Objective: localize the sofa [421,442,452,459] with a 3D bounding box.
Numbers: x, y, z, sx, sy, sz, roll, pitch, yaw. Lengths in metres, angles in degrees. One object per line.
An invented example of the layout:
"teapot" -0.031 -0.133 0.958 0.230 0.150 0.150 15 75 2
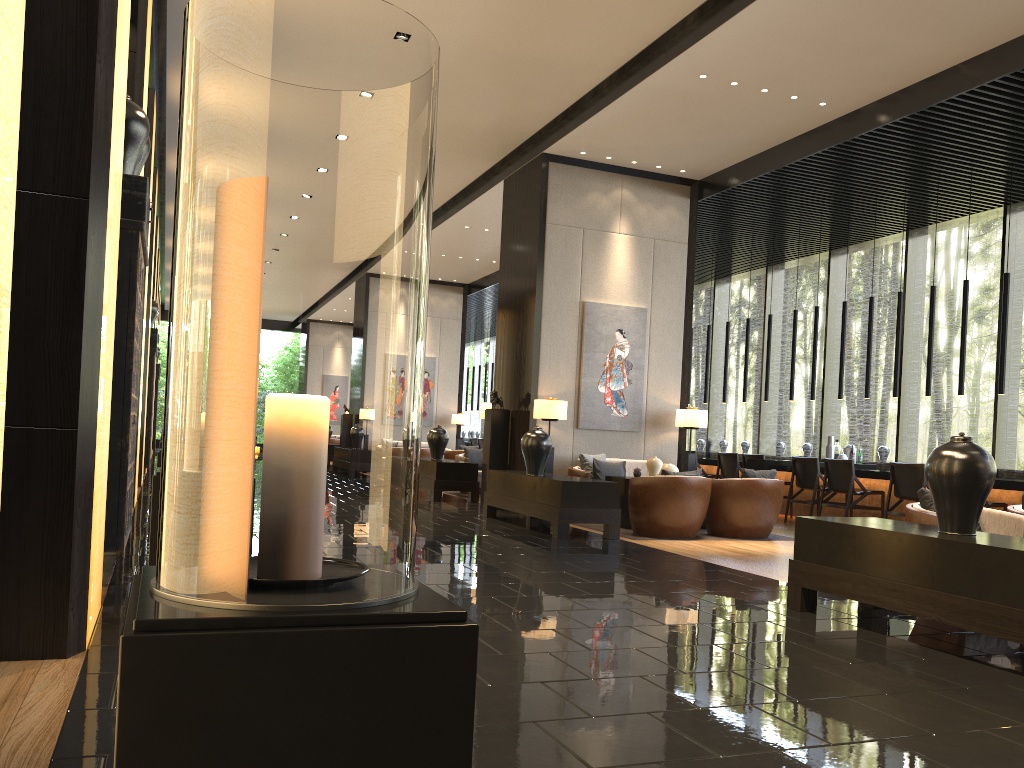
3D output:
"sofa" -1.953 1.561 18.506 1.450 0.693 0.603 4 -2 -21

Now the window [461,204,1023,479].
"window" -2.004 -0.430 14.937 12.067 4.224 31.888 4 -4 -21

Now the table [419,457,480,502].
"table" -1.071 1.318 12.432 0.621 0.512 1.960 4 -3 -21

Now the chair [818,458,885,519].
"chair" 3.932 1.287 10.293 0.564 0.827 0.525 3 -1 -21

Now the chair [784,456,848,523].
"chair" 3.721 1.310 10.828 0.564 0.827 0.525 3 -1 -21

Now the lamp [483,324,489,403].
"lamp" -0.699 -0.484 24.064 0.060 2.420 0.060 3 0 34

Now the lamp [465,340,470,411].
"lamp" -1.261 -0.425 25.492 0.060 2.420 0.060 3 0 34

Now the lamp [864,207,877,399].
"lamp" 4.454 -1.025 10.961 0.060 2.420 0.060 3 0 -26

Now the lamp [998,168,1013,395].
"lamp" 5.145 -1.098 9.203 0.060 2.420 0.060 3 0 -16

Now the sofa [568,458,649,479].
"sofa" 1.293 1.220 10.250 1.450 0.693 0.603 4 -2 -21

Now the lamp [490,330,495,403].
"lamp" -0.507 -0.504 23.576 0.060 2.420 0.060 3 0 34

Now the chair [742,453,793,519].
"chair" 3.350 1.348 11.771 0.564 0.827 0.525 3 -1 -21

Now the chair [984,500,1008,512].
"chair" 4.513 1.226 8.816 0.564 0.827 0.525 3 -1 -21

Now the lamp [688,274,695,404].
"lamp" 2.982 -0.871 14.702 0.060 2.420 0.060 3 0 -26

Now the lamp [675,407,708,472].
"lamp" 2.138 0.957 10.666 0.375 1.350 0.375 3 0 8

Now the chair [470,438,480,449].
"chair" -0.801 1.784 22.328 0.564 0.827 0.525 3 -1 -21

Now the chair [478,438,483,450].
"chair" -0.590 1.762 21.793 0.564 0.827 0.525 3 -1 -21

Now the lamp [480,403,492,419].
"lamp" -0.256 0.916 11.667 0.374 1.319 0.375 3 0 23

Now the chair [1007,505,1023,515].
"chair" 3.509 1.095 5.637 0.804 0.604 0.606 4 -2 -21

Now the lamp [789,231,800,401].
"lamp" 3.934 -0.971 12.281 0.060 2.420 0.060 3 0 -26

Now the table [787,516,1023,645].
"table" 2.190 0.975 4.140 0.621 0.512 1.960 4 -3 -21

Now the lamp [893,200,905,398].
"lamp" 4.621 -1.043 10.536 0.060 2.420 0.060 3 0 -26

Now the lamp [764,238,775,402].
"lamp" 3.733 -0.949 12.794 0.060 2.420 0.060 3 0 -26

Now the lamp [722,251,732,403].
"lamp" 3.356 -0.910 13.752 0.060 2.420 0.060 3 0 -26

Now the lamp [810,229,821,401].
"lamp" 4.092 -0.987 11.880 0.060 2.420 0.060 3 0 -26

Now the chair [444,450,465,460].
"chair" -0.898 1.571 17.078 0.804 0.604 0.606 4 -2 -21

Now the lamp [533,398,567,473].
"lamp" 0.406 0.832 9.984 0.374 1.347 0.375 3 0 30

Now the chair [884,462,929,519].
"chair" 4.302 1.249 9.351 0.564 0.827 0.525 3 -1 -21

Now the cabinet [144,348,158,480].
"cabinet" -5.660 0.443 13.277 0.548 1.922 1.187 3 -1 -21

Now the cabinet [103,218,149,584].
"cabinet" -2.450 0.106 5.113 0.548 1.922 1.187 3 -1 -21

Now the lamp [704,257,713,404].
"lamp" 3.168 -0.890 14.230 0.060 2.420 0.060 3 0 -26

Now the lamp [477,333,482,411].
"lamp" -0.887 -0.465 24.543 0.060 2.420 0.060 3 0 34

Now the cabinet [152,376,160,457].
"cabinet" -8.887 0.781 21.484 0.548 1.922 1.187 3 -1 -21

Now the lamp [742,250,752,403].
"lamp" 3.544 -0.930 13.274 0.060 2.420 0.060 3 0 -26

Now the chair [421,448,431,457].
"chair" -1.694 1.513 16.765 0.804 0.604 0.606 4 -2 -21

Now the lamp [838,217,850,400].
"lamp" 4.283 -1.007 11.394 0.060 2.420 0.060 3 0 -26

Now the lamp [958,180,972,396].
"lamp" 4.961 -1.078 9.670 0.060 2.420 0.060 3 0 -26

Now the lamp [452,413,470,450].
"lamp" -1.129 1.300 18.973 0.375 1.350 0.375 3 0 -3

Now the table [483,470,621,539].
"table" 0.344 1.169 8.834 0.621 0.512 1.960 4 -3 -21

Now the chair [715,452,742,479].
"chair" 3.140 1.370 12.306 0.564 0.827 0.525 3 -1 -21

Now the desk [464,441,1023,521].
"desk" 2.076 1.574 16.024 1.782 0.759 28.736 4 -4 -21

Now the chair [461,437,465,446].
"chair" -1.193 1.825 23.325 0.564 0.827 0.525 3 -1 -21

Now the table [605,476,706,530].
"table" 1.583 1.272 9.475 1.043 0.517 0.575 4 -2 -21

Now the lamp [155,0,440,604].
"lamp" -0.284 -0.098 1.199 0.336 0.729 0.337 2 -1 42

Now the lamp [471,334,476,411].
"lamp" -1.075 -0.445 25.020 0.060 2.420 0.060 3 0 34

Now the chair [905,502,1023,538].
"chair" 2.714 1.036 5.324 0.804 0.604 0.606 4 -2 -21

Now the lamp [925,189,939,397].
"lamp" 4.798 -1.061 10.084 0.060 2.420 0.060 3 0 -26
